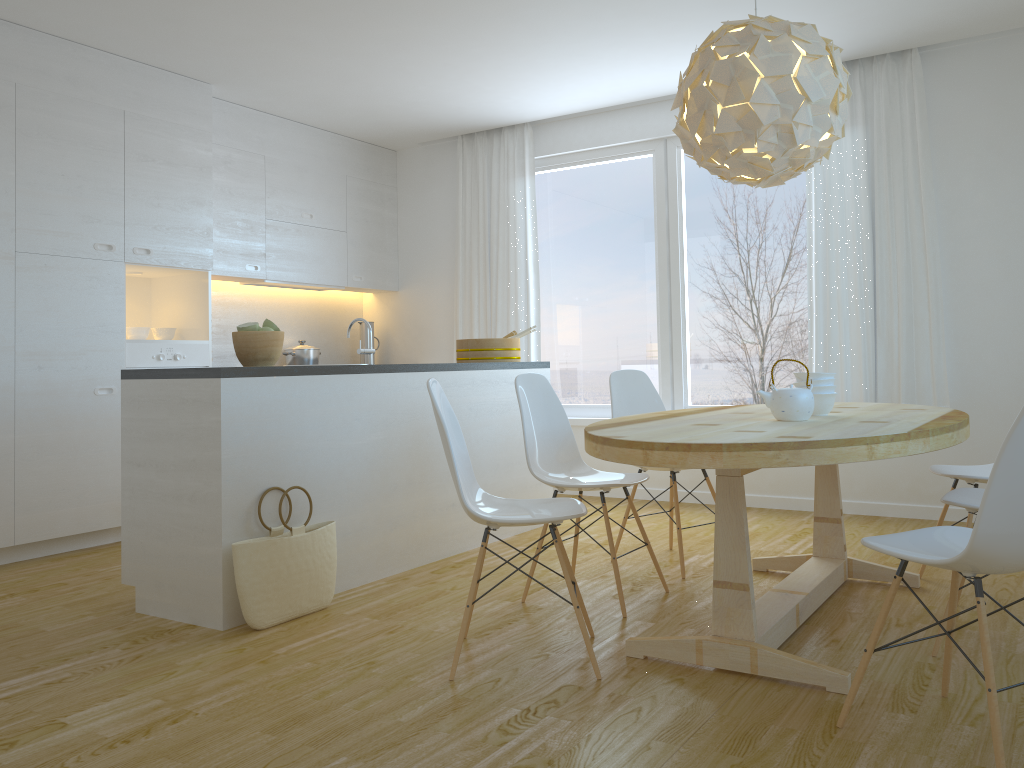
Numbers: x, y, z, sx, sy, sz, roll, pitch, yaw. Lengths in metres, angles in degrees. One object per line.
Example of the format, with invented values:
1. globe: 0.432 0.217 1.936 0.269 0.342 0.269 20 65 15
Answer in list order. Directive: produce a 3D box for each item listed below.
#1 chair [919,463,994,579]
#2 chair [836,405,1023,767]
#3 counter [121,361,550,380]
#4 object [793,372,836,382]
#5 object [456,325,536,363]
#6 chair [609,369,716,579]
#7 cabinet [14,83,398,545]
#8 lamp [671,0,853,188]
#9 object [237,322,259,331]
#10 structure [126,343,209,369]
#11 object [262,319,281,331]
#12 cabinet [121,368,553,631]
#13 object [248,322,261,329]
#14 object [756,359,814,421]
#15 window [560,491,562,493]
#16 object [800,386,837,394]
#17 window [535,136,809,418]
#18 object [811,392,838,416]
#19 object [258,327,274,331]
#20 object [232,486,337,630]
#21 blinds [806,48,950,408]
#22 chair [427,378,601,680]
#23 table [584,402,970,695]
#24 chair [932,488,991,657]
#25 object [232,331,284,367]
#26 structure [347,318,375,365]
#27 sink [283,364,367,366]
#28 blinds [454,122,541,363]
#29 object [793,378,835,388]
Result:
1. chair: 1.934 0.370 3.518 0.523 0.903 0.429 -1 -2 7
2. chair: 1.121 0.418 2.137 0.430 0.903 0.522 0 -2 -28
3. counter: -0.671 -0.076 4.400 0.600 0.040 2.400 0 2 32
4. object: 1.122 -0.001 3.279 0.152 0.087 0.152 -1 0 -29
5. object: -0.117 -0.231 5.208 0.430 0.214 0.378 -2 1 -29
6. chair: 0.736 0.380 4.159 0.430 0.903 0.522 0 -2 -38
7. cabinet: -1.809 -0.406 5.872 0.480 2.305 3.201 -3 -1 32
8. lamp: 0.925 -1.295 3.339 0.646 1.137 0.638 -2 -2 32
9. object: -1.058 -0.216 3.543 0.085 0.065 0.084 -1 0 45
10. structure: -1.986 0.062 5.142 0.049 0.597 0.560 -3 -1 32
11. object: -0.993 -0.235 3.655 0.074 0.072 0.077 -1 0 -33
12. cabinet: -0.662 0.400 4.381 0.600 0.911 2.400 -2 0 32
13. object: -1.064 -0.204 3.632 0.102 0.099 0.086 -1 -1 -37
14. object: 0.945 0.019 3.043 0.177 0.212 0.147 -2 -1 32
15. window: 1.070 -0.590 2.606 2.546 2.058 1.879 -1 -1 32
16. object: 1.122 0.051 3.275 0.152 0.093 0.151 -1 0 -18
17. window: 1.092 -0.725 6.056 2.724 1.922 0.088 -1 -2 32
18. object: 1.124 0.074 3.271 0.152 0.083 0.152 -1 1 -18
19. object: -0.995 -0.189 3.588 0.081 0.086 0.097 -1 0 -3
20. object: -0.381 0.629 3.272 1.189 0.503 0.470 -1 -1 10
21. blinds: 2.094 -0.909 5.195 0.794 2.165 0.150 -2 -3 33
22. chair: 0.004 0.425 2.857 0.523 0.903 0.429 -1 -2 2
23. table: 1.005 0.482 3.227 1.192 0.726 2.190 -1 1 31
24. chair: 1.632 0.392 2.817 0.522 0.903 0.429 -2 -2 32
25. object: -1.030 -0.141 3.595 0.205 0.142 0.205 -1 0 -6
26. structure: -0.711 -0.194 4.023 0.162 0.216 0.097 -2 -2 33
27. sink: -0.868 -0.013 4.150 0.404 0.157 0.403 -1 1 -16
28. blinds: -0.154 -0.894 6.622 0.794 2.165 0.150 -2 -3 32
29. object: 1.120 0.027 3.278 0.152 0.096 0.150 -1 0 -41
